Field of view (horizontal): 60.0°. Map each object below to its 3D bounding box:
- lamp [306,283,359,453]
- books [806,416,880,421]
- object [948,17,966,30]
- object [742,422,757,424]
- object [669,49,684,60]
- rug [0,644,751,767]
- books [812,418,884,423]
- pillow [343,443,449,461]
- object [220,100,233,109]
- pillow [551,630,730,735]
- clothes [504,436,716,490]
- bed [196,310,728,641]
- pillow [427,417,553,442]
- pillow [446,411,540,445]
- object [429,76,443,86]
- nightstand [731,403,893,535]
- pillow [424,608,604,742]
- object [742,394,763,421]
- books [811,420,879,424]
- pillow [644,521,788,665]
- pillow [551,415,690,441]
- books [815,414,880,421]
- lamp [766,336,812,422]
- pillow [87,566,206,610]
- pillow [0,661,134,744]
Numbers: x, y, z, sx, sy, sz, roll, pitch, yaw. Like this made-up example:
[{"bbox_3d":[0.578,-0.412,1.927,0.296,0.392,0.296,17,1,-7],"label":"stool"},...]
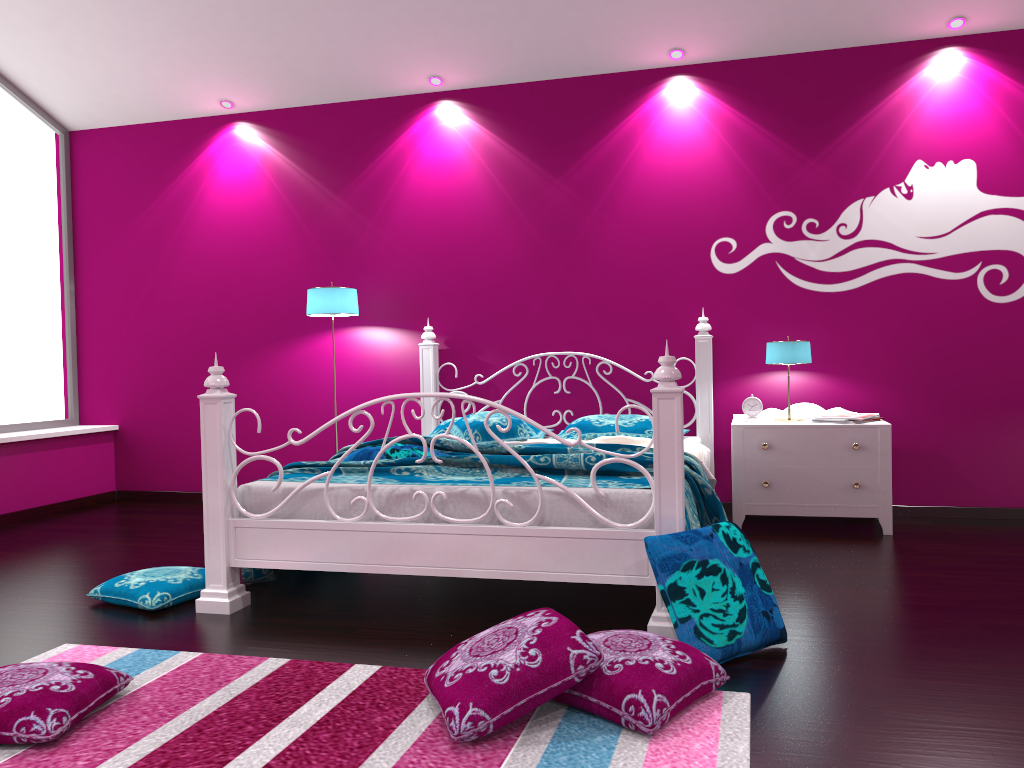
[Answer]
[{"bbox_3d":[-1.032,0.087,5.177,0.303,1.352,0.303,-2,2,-30],"label":"lamp"},{"bbox_3d":[1.667,0.171,4.466,0.300,0.007,0.220,-2,2,-36],"label":"books"},{"bbox_3d":[2.253,-1.837,4.495,0.080,0.058,0.085,-1,1,15],"label":"object"},{"bbox_3d":[1.198,0.196,4.482,0.073,0.006,0.073,-2,2,-22],"label":"object"},{"bbox_3d":[0.902,-1.816,4.862,0.080,0.058,0.085,-1,1,15],"label":"object"},{"bbox_3d":[-0.587,0.831,1.866,2.100,0.018,1.400,-1,1,15],"label":"rug"},{"bbox_3d":[1.692,0.178,4.462,0.300,0.007,0.220,-2,2,-39],"label":"books"},{"bbox_3d":[-0.500,0.321,3.825,0.404,0.127,0.425,-1,2,25],"label":"pillow"},{"bbox_3d":[-1.799,-1.774,5.596,0.080,0.058,0.085,-1,1,15],"label":"object"},{"bbox_3d":[0.295,0.728,2.260,0.400,0.142,0.429,0,2,40],"label":"pillow"},{"bbox_3d":[0.435,0.441,4.244,1.036,0.376,0.553,-1,1,10],"label":"clothes"},{"bbox_3d":[-0.048,0.197,4.053,2.167,1.143,2.317,-1,1,15],"label":"bed"},{"bbox_3d":[-0.148,0.249,4.904,0.717,0.141,0.401,-1,1,10],"label":"pillow"},{"bbox_3d":[-0.111,0.234,4.664,0.404,0.176,0.418,-2,1,-17],"label":"pillow"},{"bbox_3d":[-0.449,-1.795,5.229,0.080,0.058,0.085,-1,1,15],"label":"object"},{"bbox_3d":[1.507,0.414,4.521,0.742,0.616,0.455,-1,1,15],"label":"nightstand"},{"bbox_3d":[-0.004,0.692,2.201,0.391,0.224,0.425,-2,1,-16],"label":"pillow"},{"bbox_3d":[1.267,0.123,4.674,0.106,0.140,0.033,-1,2,18],"label":"object"},{"bbox_3d":[1.680,0.185,4.460,0.300,0.007,0.220,-3,2,-45],"label":"books"},{"bbox_3d":[0.608,0.613,2.630,0.402,0.357,0.264,-2,2,-34],"label":"pillow"},{"bbox_3d":[0.564,0.237,4.719,0.717,0.141,0.401,-1,1,17],"label":"pillow"},{"bbox_3d":[1.688,0.167,4.456,0.221,0.012,0.300,0,2,39],"label":"books"},{"bbox_3d":[1.434,-0.028,4.595,0.229,0.438,0.229,-2,2,-30],"label":"lamp"},{"bbox_3d":[-1.342,0.772,3.404,0.417,0.101,0.401,0,2,31],"label":"pillow"},{"bbox_3d":[-1.225,0.776,2.197,0.419,0.107,0.401,-1,1,1],"label":"pillow"}]
